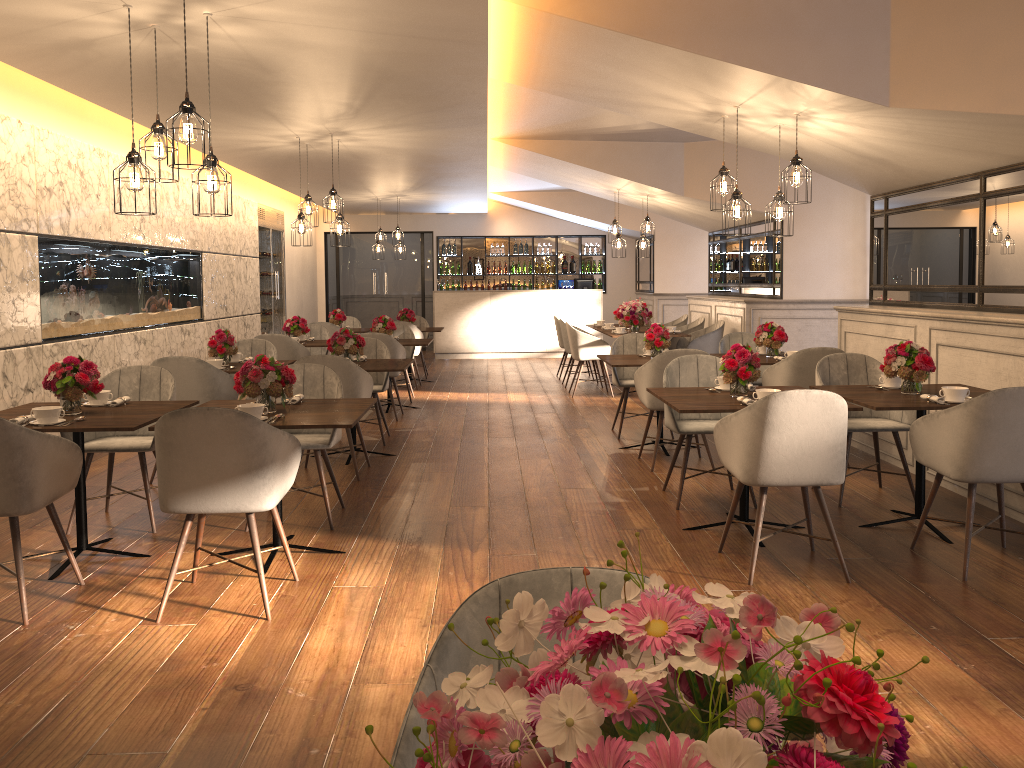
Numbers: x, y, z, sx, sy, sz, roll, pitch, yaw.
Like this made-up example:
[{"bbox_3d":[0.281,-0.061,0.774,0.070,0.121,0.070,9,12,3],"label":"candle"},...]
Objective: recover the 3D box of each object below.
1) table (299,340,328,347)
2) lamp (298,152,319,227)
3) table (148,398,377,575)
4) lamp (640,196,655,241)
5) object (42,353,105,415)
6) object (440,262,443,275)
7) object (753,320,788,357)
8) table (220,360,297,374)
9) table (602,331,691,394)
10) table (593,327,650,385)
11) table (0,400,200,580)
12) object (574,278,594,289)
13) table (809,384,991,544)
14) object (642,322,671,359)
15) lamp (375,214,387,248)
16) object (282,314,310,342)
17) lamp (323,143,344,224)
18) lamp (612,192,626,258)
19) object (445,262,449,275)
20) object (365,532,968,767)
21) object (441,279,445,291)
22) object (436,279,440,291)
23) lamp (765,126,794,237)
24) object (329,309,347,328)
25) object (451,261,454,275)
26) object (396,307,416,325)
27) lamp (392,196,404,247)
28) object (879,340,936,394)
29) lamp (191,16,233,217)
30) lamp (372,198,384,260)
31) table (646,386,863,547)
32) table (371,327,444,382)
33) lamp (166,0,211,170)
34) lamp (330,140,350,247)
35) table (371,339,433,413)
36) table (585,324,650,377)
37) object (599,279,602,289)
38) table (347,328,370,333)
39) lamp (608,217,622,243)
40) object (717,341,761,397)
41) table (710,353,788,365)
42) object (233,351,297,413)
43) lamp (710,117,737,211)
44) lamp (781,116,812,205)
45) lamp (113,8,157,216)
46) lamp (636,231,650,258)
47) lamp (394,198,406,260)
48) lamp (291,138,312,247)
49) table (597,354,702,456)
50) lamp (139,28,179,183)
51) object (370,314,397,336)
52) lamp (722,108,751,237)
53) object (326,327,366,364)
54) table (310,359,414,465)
[{"bbox_3d":[-2.267,-0.079,9.405,0.896,0.718,0.900,-1,5,-2],"label":"table"},{"bbox_3d":[-1.920,-2.507,8.263,0.175,2.064,0.175,-1,3,0],"label":"lamp"},{"bbox_3d":[-1.167,0.492,4.386,0.896,0.718,0.900,-1,5,-2],"label":"table"},{"bbox_3d":[1.660,-2.790,10.841,0.175,2.064,0.175,-1,3,0],"label":"lamp"},{"bbox_3d":[-2.156,-0.004,4.322,0.305,0.300,0.235,1,5,20],"label":"object"},{"bbox_3d":[-1.378,-2.262,17.276,0.065,0.260,0.066,-2,4,-23],"label":"object"},{"bbox_3d":[2.091,-0.368,7.109,0.234,0.300,0.306,-3,5,-26],"label":"object"},{"bbox_3d":[-2.195,0.218,6.832,0.896,0.718,0.900,-1,5,-2],"label":"table"},{"bbox_3d":[1.571,-0.238,10.461,0.896,0.718,0.900,-1,5,-2],"label":"table"},{"bbox_3d":[1.545,-0.346,11.398,0.896,0.718,0.900,-1,5,-2],"label":"table"},{"bbox_3d":[-2.125,0.504,4.359,0.896,0.718,0.900,-1,5,-2],"label":"table"},{"bbox_3d":[1.296,-1.720,15.787,0.409,0.328,0.130,-3,4,-24],"label":"object"},{"bbox_3d":[2.206,0.414,4.778,0.896,0.718,0.900,-1,5,-2],"label":"table"},{"bbox_3d":[1.153,-0.354,7.072,0.234,0.300,0.306,1,5,18],"label":"object"},{"bbox_3d":[-2.078,-3.177,13.905,0.175,2.064,0.175,-1,3,0],"label":"lamp"},{"bbox_3d":[-2.297,-0.588,9.365,0.305,0.300,0.235,1,5,20],"label":"object"},{"bbox_3d":[-1.580,-2.450,7.742,0.175,2.064,0.175,-1,3,0],"label":"lamp"},{"bbox_3d":[1.331,-2.616,11.045,0.175,2.064,0.175,-1,3,0],"label":"lamp"},{"bbox_3d":[-1.267,-2.263,17.279,0.065,0.260,0.066,-2,4,-23],"label":"object"},{"bbox_3d":[0.115,0.339,0.638,0.419,0.424,0.407,0,5,1],"label":"object"},{"bbox_3d":[-1.208,-1.742,15.557,0.065,0.207,0.146,-1,4,-10],"label":"object"},{"bbox_3d":[-1.293,-1.741,15.550,0.065,0.207,0.065,-1,4,-10],"label":"object"},{"bbox_3d":[1.799,-2.030,5.939,0.175,2.064,0.175,-1,3,0],"label":"lamp"},{"bbox_3d":[-2.323,-0.876,11.851,0.234,0.300,0.306,-3,5,-26],"label":"object"},{"bbox_3d":[-1.157,-2.264,17.282,0.065,0.260,0.066,-2,4,-23],"label":"object"},{"bbox_3d":[-1.430,-0.887,11.883,0.235,0.300,0.306,-5,7,-44],"label":"object"},{"bbox_3d":[-1.738,-3.120,13.384,0.175,2.064,0.175,-1,3,0],"label":"lamp"},{"bbox_3d":[2.156,-0.100,4.793,0.234,0.300,0.306,-3,5,-26],"label":"object"},{"bbox_3d":[-1.482,-1.858,4.296,0.175,2.064,0.175,-1,3,0],"label":"lamp"},{"bbox_3d":[-2.067,-2.946,13.588,0.175,2.064,0.175,-1,3,0],"label":"lamp"},{"bbox_3d":[1.247,0.426,4.752,0.896,0.718,0.900,-1,5,-2],"label":"table"},{"bbox_3d":[-1.377,-0.376,11.904,0.896,0.718,0.900,-1,5,-2],"label":"table"},{"bbox_3d":[-1.474,-2.012,3.957,0.175,2.064,0.175,-1,3,0],"label":"lamp"},{"bbox_3d":[-1.588,-2.295,8.081,0.175,2.064,0.175,-1,3,0],"label":"lamp"},{"bbox_3d":[-1.308,-0.091,9.431,0.896,0.718,0.900,-1,5,-2],"label":"table"},{"bbox_3d":[1.519,-0.454,12.336,0.896,0.718,0.900,-1,5,-2],"label":"table"},{"bbox_3d":[1.739,-1.940,17.382,0.065,0.260,0.066,-2,4,-23],"label":"object"},{"bbox_3d":[-2.336,-0.364,11.878,0.896,0.718,0.900,-1,5,-2],"label":"table"},{"bbox_3d":[1.320,-2.847,11.362,0.175,2.064,0.175,-1,3,0],"label":"lamp"},{"bbox_3d":[1.217,-0.086,4.755,0.234,0.300,0.306,1,5,18],"label":"object"},{"bbox_3d":[2.141,0.146,7.097,0.896,0.718,0.900,-1,5,-2],"label":"table"},{"bbox_3d":[-1.206,-0.013,4.317,0.305,0.300,0.235,-3,5,-24],"label":"object"},{"bbox_3d":[1.467,-2.241,6.120,0.175,2.064,0.175,-1,3,0],"label":"lamp"},{"bbox_3d":[1.807,-2.184,5.600,0.175,2.064,0.175,-1,3,0],"label":"lamp"},{"bbox_3d":[-1.803,-1.839,4.161,0.175,2.064,0.175,-1,3,0],"label":"lamp"},{"bbox_3d":[1.653,-2.635,11.180,0.175,2.064,0.175,-1,3,0],"label":"lamp"},{"bbox_3d":[-1.746,-2.965,13.723,0.175,2.064,0.175,-1,3,0],"label":"lamp"},{"bbox_3d":[-1.909,-2.276,7.946,0.175,2.064,0.175,-1,3,0],"label":"lamp"},{"bbox_3d":[1.183,0.159,7.072,0.896,0.718,0.900,-1,5,-2],"label":"table"},{"bbox_3d":[-1.814,-2.069,4.478,0.175,2.064,0.175,-1,3,0],"label":"lamp"},{"bbox_3d":[-1.347,-0.596,9.362,0.305,0.300,0.235,2,5,31],"label":"object"},{"bbox_3d":[1.478,-2.011,5.804,0.175,2.064,0.175,-1,3,0],"label":"lamp"},{"bbox_3d":[-1.275,-0.299,6.791,0.305,0.300,0.235,-3,5,-24],"label":"object"},{"bbox_3d":[-1.236,0.206,6.859,0.896,0.718,0.900,-1,5,-2],"label":"table"}]
